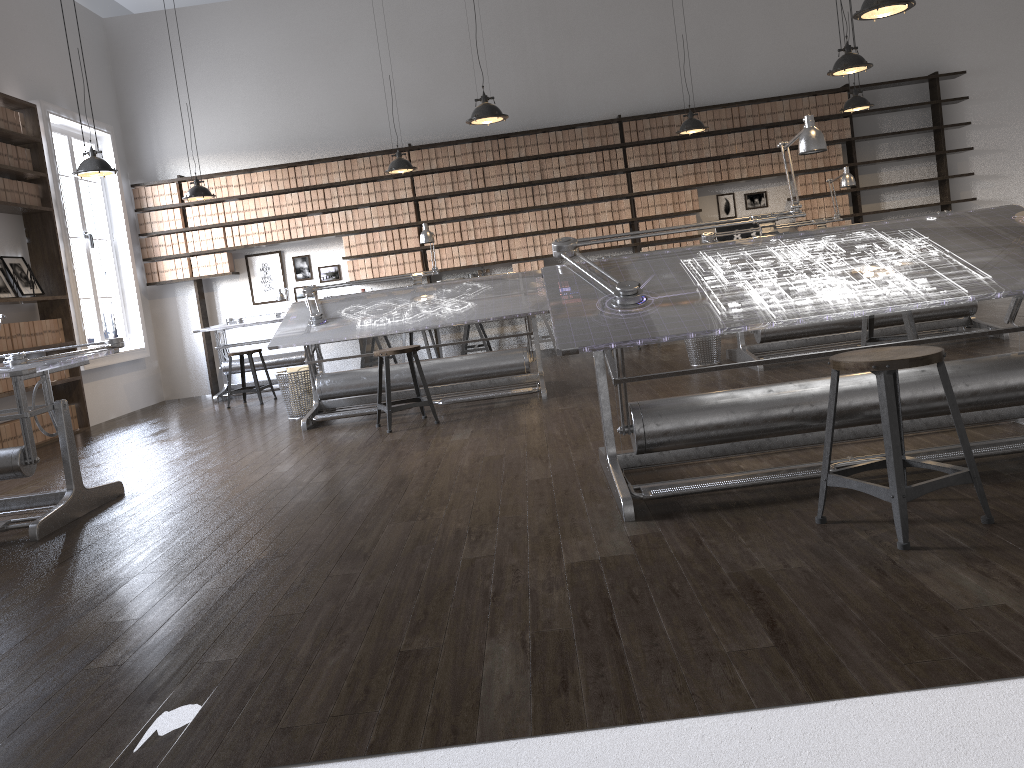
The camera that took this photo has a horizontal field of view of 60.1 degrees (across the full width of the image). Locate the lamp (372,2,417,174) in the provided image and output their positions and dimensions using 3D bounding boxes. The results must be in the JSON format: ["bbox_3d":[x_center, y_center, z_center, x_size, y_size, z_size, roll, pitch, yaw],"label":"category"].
[{"bbox_3d":[-1.205,-3.134,8.348,0.311,2.244,0.313,-9,4,-19],"label":"lamp"}]

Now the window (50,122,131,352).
[{"bbox_3d":[-4.283,-1.418,8.887,0.153,2.301,1.250,-7,5,2],"label":"window"}]

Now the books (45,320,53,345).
[{"bbox_3d":[-4.211,-0.451,7.902,0.174,0.225,0.067,-7,4,1],"label":"books"}]

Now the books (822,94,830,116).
[{"bbox_3d":[3.402,-3.033,9.688,0.066,0.225,0.175,-7,5,2],"label":"books"}]

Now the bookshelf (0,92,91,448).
[{"bbox_3d":[-4.294,-0.523,6.942,0.412,3.709,2.484,-7,5,2],"label":"bookshelf"}]

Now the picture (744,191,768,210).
[{"bbox_3d":[2.737,-2.058,9.933,0.251,0.183,0.023,-7,4,1],"label":"picture"}]

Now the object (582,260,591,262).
[{"bbox_3d":[0.843,-1.295,9.885,0.094,0.161,0.206,-7,6,3],"label":"object"}]

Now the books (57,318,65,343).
[{"bbox_3d":[-4.208,-0.477,8.106,0.174,0.225,0.067,-7,4,1],"label":"books"}]

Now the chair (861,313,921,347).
[{"bbox_3d":[2.475,-0.394,5.823,0.371,0.526,0.360,-5,6,30],"label":"chair"}]

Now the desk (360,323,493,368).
[{"bbox_3d":[-0.946,-0.467,9.542,1.668,0.667,0.658,-7,5,1],"label":"desk"}]

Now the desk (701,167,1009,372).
[{"bbox_3d":[2.514,-0.944,6.674,2.068,1.382,1.081,-7,5,1],"label":"desk"}]

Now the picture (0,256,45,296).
[{"bbox_3d":[-4.327,-0.955,7.831,0.161,0.363,0.344,-7,5,2],"label":"picture"}]

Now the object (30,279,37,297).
[{"bbox_3d":[-4.143,-0.825,7.655,0.040,0.165,0.066,-7,4,2],"label":"object"}]

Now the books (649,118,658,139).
[{"bbox_3d":[1.545,-2.791,9.731,0.066,0.225,0.175,-7,5,2],"label":"books"}]

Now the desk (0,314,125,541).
[{"bbox_3d":[-2.721,0.120,4.477,1.268,1.184,1.177,-7,5,1],"label":"desk"}]

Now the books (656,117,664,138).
[{"bbox_3d":[1.615,-2.801,9.729,0.066,0.225,0.175,-7,5,2],"label":"books"}]

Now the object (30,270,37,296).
[{"bbox_3d":[-4.211,-0.880,7.783,0.040,0.261,0.111,-7,4,2],"label":"object"}]

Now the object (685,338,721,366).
[{"bbox_3d":[1.512,-0.344,7.017,0.352,0.376,0.355,-5,6,23],"label":"object"}]

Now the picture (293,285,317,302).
[{"bbox_3d":[-2.348,-1.023,10.070,0.251,0.183,0.023,-7,4,1],"label":"picture"}]

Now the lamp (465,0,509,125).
[{"bbox_3d":[-0.325,-2.998,6.276,0.310,2.244,0.314,-6,4,22],"label":"lamp"}]

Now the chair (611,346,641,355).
[{"bbox_3d":[1.018,-0.575,8.894,0.373,0.526,0.358,-10,5,-25],"label":"chair"}]

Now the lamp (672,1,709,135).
[{"bbox_3d":[1.556,-3.494,8.288,0.310,2.244,0.314,-6,4,26],"label":"lamp"}]

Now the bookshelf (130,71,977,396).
[{"bbox_3d":[0.556,-1.273,9.935,9.174,3.196,0.375,-7,4,1],"label":"bookshelf"}]

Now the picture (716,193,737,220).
[{"bbox_3d":[2.408,-1.994,9.943,0.201,0.283,0.022,-8,4,1],"label":"picture"}]

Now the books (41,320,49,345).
[{"bbox_3d":[-4.214,-0.443,7.836,0.174,0.225,0.067,-7,4,1],"label":"books"}]

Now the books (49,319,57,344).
[{"bbox_3d":[-4.214,-0.460,7.972,0.174,0.225,0.067,-7,4,1],"label":"books"}]

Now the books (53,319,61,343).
[{"bbox_3d":[-4.215,-0.468,8.042,0.174,0.225,0.067,-7,4,1],"label":"books"}]

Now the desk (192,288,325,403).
[{"bbox_3d":[-2.595,-0.468,9.532,1.268,1.094,1.076,-7,5,1],"label":"desk"}]

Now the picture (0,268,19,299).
[{"bbox_3d":[-4.310,-0.843,7.463,0.127,0.289,0.291,-7,5,2],"label":"picture"}]

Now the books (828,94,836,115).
[{"bbox_3d":[3.476,-3.043,9.688,0.066,0.225,0.175,-7,5,2],"label":"books"}]

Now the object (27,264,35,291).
[{"bbox_3d":[-4.187,-0.896,7.711,0.040,0.303,0.119,-7,4,2],"label":"object"}]

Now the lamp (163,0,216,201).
[{"bbox_3d":[-3.135,-2.882,8.386,0.311,2.244,0.313,-9,4,-19],"label":"lamp"}]

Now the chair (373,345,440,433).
[{"bbox_3d":[-0.728,0.024,5.885,0.359,0.526,0.372,-9,5,-20],"label":"chair"}]

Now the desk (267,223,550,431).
[{"bbox_3d":[-0.809,-0.511,6.746,2.279,1.382,1.081,-7,5,1],"label":"desk"}]

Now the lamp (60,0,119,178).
[{"bbox_3d":[-3.164,-2.628,6.338,0.311,2.244,0.313,-9,4,-19],"label":"lamp"}]

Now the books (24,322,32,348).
[{"bbox_3d":[-4.220,-0.409,7.568,0.174,0.225,0.067,-7,4,1],"label":"books"}]

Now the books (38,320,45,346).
[{"bbox_3d":[-4.216,-0.435,7.773,0.174,0.225,0.067,-7,4,1],"label":"books"}]

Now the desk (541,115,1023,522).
[{"bbox_3d":[1.174,-0.381,3.523,2.068,1.382,1.081,-7,5,1],"label":"desk"}]

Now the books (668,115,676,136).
[{"bbox_3d":[1.748,-2.818,9.725,0.066,0.225,0.175,-7,5,2],"label":"books"}]

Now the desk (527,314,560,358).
[{"bbox_3d":[0.803,-0.695,9.504,1.668,0.667,0.658,-7,5,1],"label":"desk"}]

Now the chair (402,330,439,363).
[{"bbox_3d":[-0.938,-0.329,9.006,0.371,0.526,0.360,-7,5,10],"label":"chair"}]

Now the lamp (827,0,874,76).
[{"bbox_3d":[2.256,-3.335,6.220,0.310,2.244,0.314,-6,4,26],"label":"lamp"}]

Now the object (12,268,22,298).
[{"bbox_3d":[-4.179,-0.844,7.461,0.040,0.259,0.124,-7,5,2],"label":"object"}]

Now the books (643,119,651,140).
[{"bbox_3d":[1.475,-2.782,9.728,0.066,0.225,0.175,-7,5,2],"label":"books"}]

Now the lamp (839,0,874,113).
[{"bbox_3d":[3.097,-3.695,8.255,0.310,2.244,0.314,-6,4,26],"label":"lamp"}]

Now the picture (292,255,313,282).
[{"bbox_3d":[-2.377,-1.314,10.051,0.201,0.283,0.022,-8,4,1],"label":"picture"}]

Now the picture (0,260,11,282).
[{"bbox_3d":[-4.356,-0.870,7.449,0.095,0.359,0.436,-7,6,2],"label":"picture"}]

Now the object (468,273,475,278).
[{"bbox_3d":[-0.447,-1.148,9.981,0.079,0.187,0.079,-9,5,-20],"label":"object"}]

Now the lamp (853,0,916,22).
[{"bbox_3d":[1.827,-3.075,4.620,0.310,2.257,0.314,-6,4,26],"label":"lamp"}]

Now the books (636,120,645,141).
[{"bbox_3d":[1.404,-2.773,9.734,0.066,0.225,0.175,-7,5,2],"label":"books"}]

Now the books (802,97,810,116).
[{"bbox_3d":[3.196,-3.006,9.692,0.066,0.225,0.175,-7,5,2],"label":"books"}]

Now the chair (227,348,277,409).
[{"bbox_3d":[-2.540,-0.060,8.551,0.371,0.526,0.360,-7,5,10],"label":"chair"}]

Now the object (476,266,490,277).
[{"bbox_3d":[-0.314,-1.204,9.897,0.182,0.271,0.157,-9,5,-14],"label":"object"}]

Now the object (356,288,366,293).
[{"bbox_3d":[-1.674,-0.970,9.856,0.106,0.176,0.108,-7,5,3],"label":"object"}]

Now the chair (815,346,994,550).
[{"bbox_3d":[1.148,0.168,2.661,0.359,0.526,0.372,-9,5,-20],"label":"chair"}]

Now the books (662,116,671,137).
[{"bbox_3d":[1.682,-2.808,9.722,0.067,0.225,0.175,-7,5,2],"label":"books"}]

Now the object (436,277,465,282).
[{"bbox_3d":[-0.679,-1.096,9.900,0.317,0.152,0.194,-7,6,1],"label":"object"}]

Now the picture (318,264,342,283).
[{"bbox_3d":[-2.068,-1.252,10.050,0.251,0.183,0.023,-7,4,1],"label":"picture"}]

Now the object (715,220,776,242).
[{"bbox_3d":[2.531,-1.528,9.552,0.643,0.516,0.205,-7,4,1],"label":"object"}]

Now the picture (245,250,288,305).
[{"bbox_3d":[-2.783,-1.202,10.053,0.415,0.573,0.040,-7,4,1],"label":"picture"}]
